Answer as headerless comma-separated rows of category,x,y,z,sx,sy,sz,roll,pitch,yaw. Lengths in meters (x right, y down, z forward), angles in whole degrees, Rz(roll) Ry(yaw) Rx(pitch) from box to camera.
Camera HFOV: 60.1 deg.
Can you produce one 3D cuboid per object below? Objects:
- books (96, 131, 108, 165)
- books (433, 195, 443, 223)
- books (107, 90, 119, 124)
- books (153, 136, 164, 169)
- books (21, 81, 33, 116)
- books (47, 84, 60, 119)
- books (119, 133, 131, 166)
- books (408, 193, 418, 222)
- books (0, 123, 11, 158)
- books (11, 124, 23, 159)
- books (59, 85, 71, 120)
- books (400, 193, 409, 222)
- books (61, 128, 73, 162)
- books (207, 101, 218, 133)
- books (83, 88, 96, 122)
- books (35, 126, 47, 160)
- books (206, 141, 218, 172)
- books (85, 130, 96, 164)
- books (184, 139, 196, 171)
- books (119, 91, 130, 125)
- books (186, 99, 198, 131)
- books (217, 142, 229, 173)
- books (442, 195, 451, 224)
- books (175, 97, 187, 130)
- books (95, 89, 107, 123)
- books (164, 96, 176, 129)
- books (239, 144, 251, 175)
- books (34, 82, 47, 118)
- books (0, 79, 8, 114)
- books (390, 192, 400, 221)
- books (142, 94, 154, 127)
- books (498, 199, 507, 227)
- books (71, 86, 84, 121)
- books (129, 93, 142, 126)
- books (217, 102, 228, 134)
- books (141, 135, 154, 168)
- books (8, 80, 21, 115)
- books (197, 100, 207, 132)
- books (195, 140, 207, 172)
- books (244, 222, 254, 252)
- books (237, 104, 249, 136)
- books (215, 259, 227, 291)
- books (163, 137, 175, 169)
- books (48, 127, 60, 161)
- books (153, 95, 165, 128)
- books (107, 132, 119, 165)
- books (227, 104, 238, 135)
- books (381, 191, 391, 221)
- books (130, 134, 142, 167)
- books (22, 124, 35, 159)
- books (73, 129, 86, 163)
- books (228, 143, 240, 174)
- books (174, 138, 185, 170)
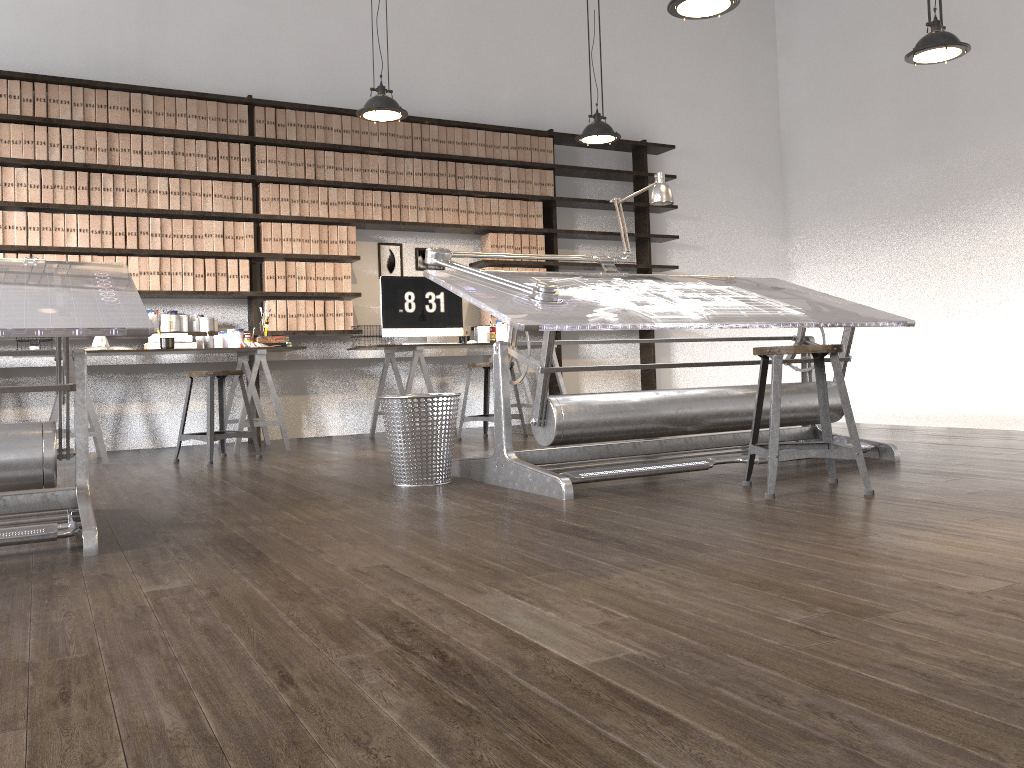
books,-2.713,-1.536,5.848,0.067,0.226,0.174,-1,-1,-28
books,-0.613,-1.359,6.964,0.067,0.226,0.174,-1,-1,-28
books,-2.656,-1.816,5.898,0.067,0.226,0.174,-1,-1,-28
books,-2.411,-1.549,6.015,0.067,0.226,0.174,-1,-1,-28
books,-3.100,-1.797,5.663,0.067,0.226,0.174,-1,-1,-28
books,-2.968,-1.803,5.734,0.067,0.226,0.174,-1,-1,-28
books,-2.592,-1.541,5.918,0.067,0.226,0.174,-1,-1,-28
books,-0.797,-1.350,6.859,0.067,0.226,0.174,-1,-1,-28
books,-3.201,-1.515,5.594,0.067,0.226,0.174,-1,-1,-28
books,-3.142,-1.517,5.623,0.067,0.226,0.174,-1,-1,-28
books,-2.907,-1.805,5.759,0.067,0.226,0.174,-1,-1,-28
books,-0.858,-1.348,6.834,0.067,0.226,0.174,-1,-1,-28
books,-2.892,-1.528,5.754,0.067,0.226,0.174,-1,-1,-28
books,-2.108,-1.840,6.187,0.067,0.226,0.174,-1,-1,-28
books,-2.785,-1.811,5.832,0.067,0.226,0.174,-1,-1,-28
books,-3.020,-1.522,5.683,0.067,0.226,0.174,-1,-1,-28
books,-2.106,-1.563,6.180,0.067,0.226,0.174,-1,-1,-28
books,-2.774,-1.533,5.821,0.067,0.226,0.174,-1,-1,-28
books,-2.231,-1.557,6.113,0.067,0.226,0.174,-1,-1,-28
books,-2.598,-1.819,5.924,0.067,0.226,0.174,-1,-1,-28
books,-2.224,-1.835,6.128,0.067,0.226,0.174,-1,-1,-28
books,-2.037,-1.566,6.211,0.067,0.226,0.174,-1,-1,-28
books,-0.547,-1.362,6.998,0.067,0.226,0.174,-1,-1,-28
books,-2.287,-1.832,6.092,0.067,0.226,0.174,-1,-1,-28
books,-2.723,-1.813,5.863,0.067,0.226,0.174,-1,-1,-28
books,-2.350,-1.830,6.063,0.067,0.226,0.174,-1,-1,-28
books,-1.906,-1.571,6.284,0.067,0.226,0.174,-1,-1,-28
books,-3.031,-1.800,5.694,0.067,0.226,0.174,-1,-1,-28
books,-3.224,-1.791,5.596,0.067,0.226,0.174,-1,-1,-28
books,-0.921,-1.345,6.794,0.067,0.226,0.174,-1,-1,-28
books,-2.472,-1.824,5.995,0.067,0.226,0.174,-1,-1,-28
books,-0.114,-1.380,7.229,0.067,0.226,0.174,-1,-1,-28
books,-2.845,-1.808,5.796,0.067,0.226,0.174,-1,-1,-28
books,-2.535,-1.822,5.958,0.067,0.226,0.174,-1,-1,-28
books,-2.051,-1.843,6.224,0.067,0.226,0.174,-1,-1,-28
books,-2.466,-1.547,5.984,0.067,0.226,0.174,-1,-1,-28
books,-3.160,-1.794,5.626,0.067,0.226,0.174,-1,-1,-28
books,-2.169,-1.838,6.159,0.067,0.226,0.174,-1,-1,-28
books,-2.166,-1.560,6.143,0.067,0.226,0.174,-1,-1,-28
books,-1.877,-1.019,6.266,0.067,0.226,0.174,-1,-1,-28
books,-1.924,-1.848,6.287,0.067,0.226,0.174,-1,-1,-28
books,-2.038,-0.748,6.173,0.067,0.226,0.174,-1,-1,-28
books,-2.350,-1.552,6.043,0.067,0.226,0.174,-1,-1,-28
books,-2.958,-1.525,5.720,0.067,0.226,0.174,-1,-1,-28
books,-2.413,-1.827,6.031,0.067,0.226,0.174,-1,-1,-28
books,-2.655,-1.539,5.887,0.067,0.226,0.174,-1,-1,-28
books,-1.989,-1.846,6.257,0.067,0.226,0.174,-1,-1,-28
books,-0.990,-1.342,6.764,0.067,0.226,0.174,-1,-1,-28
books,-2.528,-1.544,5.948,0.067,0.226,0.174,-1,-1,-28
books,-3.084,-1.520,5.649,0.067,0.226,0.174,-1,-1,-28
books,-2.829,-1.531,5.790,0.067,0.226,0.174,-1,-1,-28
books,-1.974,-1.568,6.251,0.067,0.226,0.174,-1,-1,-28
books,-2.293,-1.554,6.079,0.067,0.226,0.174,-1,-1,-28
